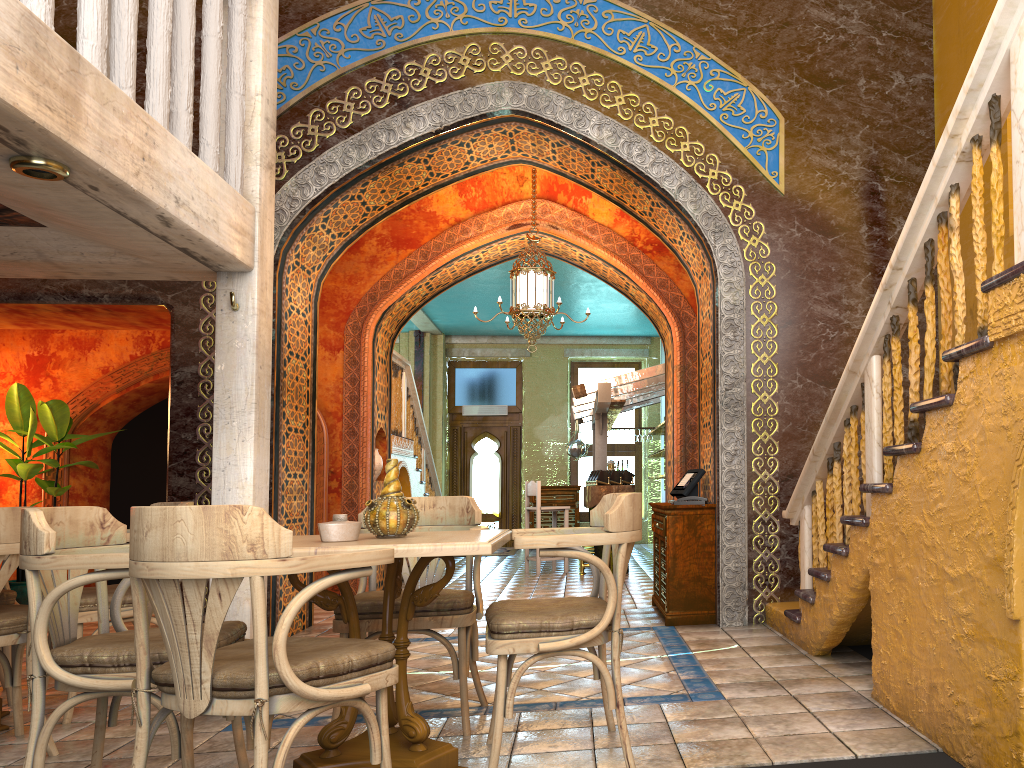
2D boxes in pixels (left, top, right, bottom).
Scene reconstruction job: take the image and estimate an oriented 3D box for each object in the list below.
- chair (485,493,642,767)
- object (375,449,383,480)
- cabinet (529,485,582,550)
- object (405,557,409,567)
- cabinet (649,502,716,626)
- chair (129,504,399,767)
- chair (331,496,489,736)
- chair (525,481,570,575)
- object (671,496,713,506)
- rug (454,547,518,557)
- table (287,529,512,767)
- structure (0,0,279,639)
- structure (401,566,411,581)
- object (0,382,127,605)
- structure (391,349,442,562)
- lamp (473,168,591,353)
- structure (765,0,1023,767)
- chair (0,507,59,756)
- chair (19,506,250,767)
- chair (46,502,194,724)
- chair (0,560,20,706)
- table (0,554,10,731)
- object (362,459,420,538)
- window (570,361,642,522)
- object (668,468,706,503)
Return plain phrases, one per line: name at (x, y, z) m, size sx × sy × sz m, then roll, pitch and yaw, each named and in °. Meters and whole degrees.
chair at (0.237, 1.089, 3.841) m, size 0.731 × 1.176 × 0.748 m, roll 0°, pitch -4°, yaw -8°
object at (-1.721, 0.991, 10.470) m, size 0.240 × 0.383 × 0.264 m, roll -2°, pitch -4°, yaw 15°
cabinet at (0.885, 2.753, 17.563) m, size 1.150 × 1.301 × 0.599 m, roll 0°, pitch -4°, yaw -6°
object at (-1.510, 2.262, 11.725) m, size 0.153 × 0.554 × 0.874 m, roll -1°, pitch -6°, yaw 4°
cabinet at (1.592, 1.653, 8.028) m, size 0.500 × 1.050 × 1.479 m, roll -1°, pitch -6°, yaw 3°
chair at (-0.846, 0.985, 2.816) m, size 0.715 × 1.176 × 0.760 m, roll -3°, pitch -4°, yaw 26°
chair at (-0.517, 1.185, 4.469) m, size 0.805 × 1.176 × 0.680 m, roll 0°, pitch -4°, yaw -4°
chair at (0.511, 2.068, 12.354) m, size 0.548 × 1.333 × 0.455 m, roll 1°, pitch -4°, yaw -28°
object at (1.584, 1.036, 7.516) m, size 0.386 × 0.086 × 0.339 m, roll -3°, pitch -7°, yaw 12°
rug at (-0.545, 3.289, 16.717) m, size 1.336 × 0.039 × 2.371 m, roll -1°, pitch -7°, yaw 1°
table at (-0.578, 1.159, 3.612) m, size 1.082 × 1.001 × 1.036 m, roll -1°, pitch -5°, yaw -3°
structure at (-6.624, -1.645, 0.947) m, size 10.096 × 6.472 × 6.761 m, roll -1°, pitch -5°, yaw -5°
structure at (-1.517, 2.351, 11.736) m, size 0.110 × 0.686 × 1.002 m, roll -1°, pitch -6°, yaw 4°
object at (-5.003, 1.255, 9.125) m, size 1.097 × 2.417 × 1.314 m, roll -2°, pitch -4°, yaw 23°
structure at (-2.261, 1.443, 13.745) m, size 1.823 × 3.133 × 5.816 m, roll -1°, pitch -6°, yaw 3°
lamp at (0.230, -1.522, 9.464) m, size 1.323 × 2.360 × 1.102 m, roll -1°, pitch -4°, yaw -3°
structure at (2.902, 0.225, 4.975) m, size 1.864 × 3.133 × 6.398 m, roll -1°, pitch -6°, yaw 3°
chair at (-2.583, 1.166, 3.941) m, size 0.876 × 1.176 × 0.616 m, roll 3°, pitch -5°, yaw -43°
chair at (-1.449, 1.055, 3.261) m, size 0.731 × 1.176 × 0.748 m, roll 0°, pitch -4°, yaw -8°
chair at (-2.308, 1.298, 5.045) m, size 0.782 × 1.176 × 0.690 m, roll 3°, pitch -5°, yaw -43°
chair at (-3.386, 1.323, 5.048) m, size 0.875 × 1.176 × 0.617 m, roll 3°, pitch -5°, yaw -38°
table at (-2.991, 1.350, 4.471) m, size 1.118 × 0.946 × 0.883 m, roll 3°, pitch -6°, yaw -37°
object at (-0.515, 0.488, 3.645) m, size 0.229 × 0.334 × 0.235 m, roll -1°, pitch -4°, yaw 6°
window at (2.024, 1.217, 18.248) m, size 1.584 × 3.412 × 0.085 m, roll 0°, pitch -3°, yaw -9°
object at (1.633, 0.957, 7.975) m, size 0.267 × 0.317 × 0.435 m, roll 0°, pitch -6°, yaw -9°
